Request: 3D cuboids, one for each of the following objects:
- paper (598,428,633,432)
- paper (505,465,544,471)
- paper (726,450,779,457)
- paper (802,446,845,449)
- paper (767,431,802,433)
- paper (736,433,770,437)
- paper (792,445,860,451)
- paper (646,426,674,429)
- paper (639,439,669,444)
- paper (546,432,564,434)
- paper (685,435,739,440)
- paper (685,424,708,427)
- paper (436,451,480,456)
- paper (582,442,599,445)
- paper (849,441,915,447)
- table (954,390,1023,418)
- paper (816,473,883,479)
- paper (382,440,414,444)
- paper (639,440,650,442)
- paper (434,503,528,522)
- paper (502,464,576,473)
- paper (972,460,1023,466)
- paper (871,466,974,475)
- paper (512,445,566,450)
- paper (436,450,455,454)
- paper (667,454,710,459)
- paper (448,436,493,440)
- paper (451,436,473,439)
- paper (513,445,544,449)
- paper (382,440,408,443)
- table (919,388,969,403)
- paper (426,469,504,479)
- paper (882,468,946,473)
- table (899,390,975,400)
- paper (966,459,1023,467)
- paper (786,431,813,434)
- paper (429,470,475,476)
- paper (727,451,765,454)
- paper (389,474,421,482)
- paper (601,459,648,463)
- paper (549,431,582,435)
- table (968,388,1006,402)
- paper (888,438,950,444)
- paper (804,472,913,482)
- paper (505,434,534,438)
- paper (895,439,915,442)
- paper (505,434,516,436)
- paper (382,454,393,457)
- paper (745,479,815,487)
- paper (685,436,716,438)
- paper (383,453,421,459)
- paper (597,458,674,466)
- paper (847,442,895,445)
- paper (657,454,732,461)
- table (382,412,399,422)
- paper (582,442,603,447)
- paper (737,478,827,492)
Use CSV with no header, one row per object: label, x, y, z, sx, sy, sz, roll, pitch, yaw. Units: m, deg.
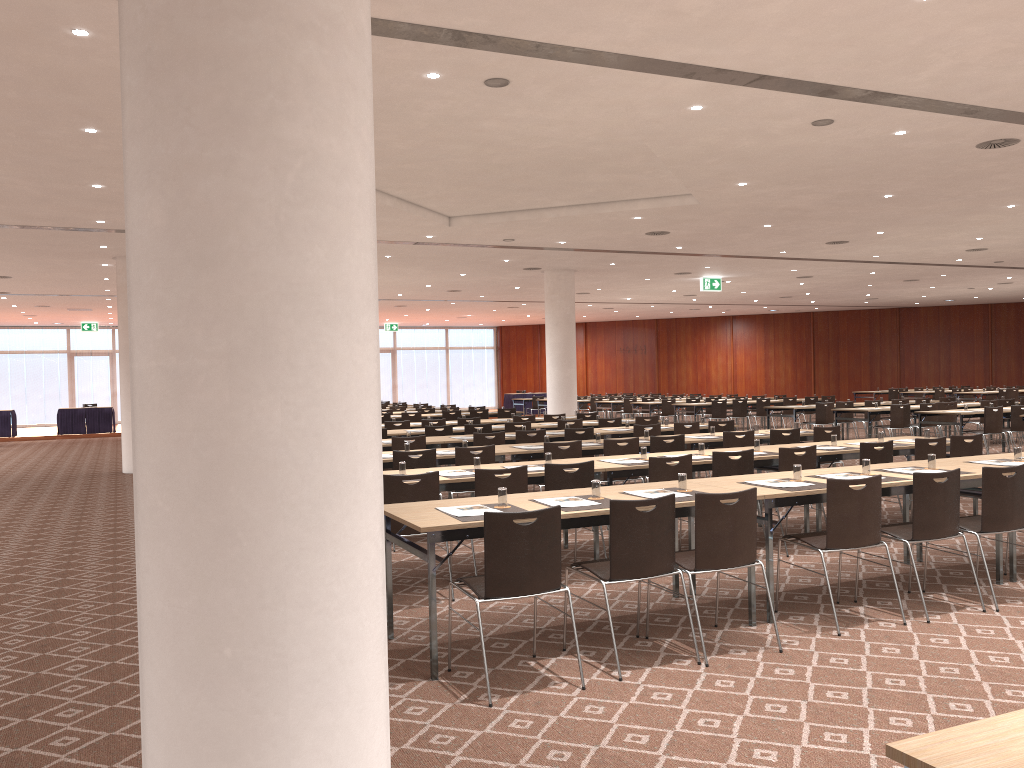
paper,1.554,0.645,12.501,0.460,0.003,0.565,-2,0,-24
paper,0.131,0.713,7.545,0.283,0.006,0.398,-2,0,-23
paper,2.268,0.659,8.442,0.460,0.003,0.565,-2,0,-24
paper,3.092,0.633,8.858,0.283,0.006,0.398,-2,0,-24
paper,3.478,0.605,11.229,0.283,0.006,0.398,-2,1,-26
paper,2.954,0.623,10.926,0.460,0.003,0.565,-2,0,-23
paper,3.146,0.635,8.827,0.460,0.003,0.565,-2,0,-22
paper,2.130,0.629,12.745,0.460,0.003,0.565,-2,0,-24
paper,1.479,0.664,10.284,0.460,0.003,0.565,-2,0,-21
paper,0.567,0.667,12.124,0.283,0.006,0.398,-2,0,-24
paper,2.357,0.640,10.661,0.460,0.003,0.565,-2,0,-24
paper,2.720,0.613,12.994,0.460,0.003,0.565,-2,0,-26
paper,-0.626,0.721,9.342,0.460,0.003,0.565,-2,0,-23
paper,0.790,0.678,10.035,0.283,0.006,0.398,-2,0,-24
paper,3.780,0.618,9.088,0.460,0.003,0.565,-2,0,-24
table,14.453,0.644,26.594,2.267,0.833,0.953,-2,1,-24
paper,2.433,0.668,6.385,0.283,0.006,0.398,-2,0,-23
paper,-1.439,0.726,11.164,0.460,0.003,0.565,-2,0,-24
paper,1.387,0.662,10.282,0.283,0.006,0.398,-2,0,-25
paper,-0.152,0.743,5.156,0.460,0.003,0.565,-2,0,-21
paper,0.213,0.715,7.546,0.460,0.003,0.565,-2,0,-21
paper,3.914,0.627,7.068,0.283,0.006,0.398,-2,0,-24
paper,3.064,0.655,6.634,0.460,0.003,0.565,-2,0,-23
paper,0.283,0.696,9.740,0.460,0.003,0.565,-2,0,-22
paper,-0.677,0.718,9.383,0.283,0.006,0.398,-2,1,-26
paper,1.631,0.672,8.226,0.283,0.006,0.398,-2,0,-23
paper,-0.519,0.701,11.573,0.460,0.003,0.565,-2,0,-23
paper,-0.619,0.699,11.617,0.283,0.006,0.398,-2,0,-22
paper,0.211,0.694,9.795,0.283,0.006,0.398,-2,0,-25
paper,-1.494,0.724,11.190,0.283,0.006,0.398,-2,0,-23
table,14.903,0.597,31.170,2.267,0.833,0.953,-2,1,-24
paper,-0.392,0.732,7.260,0.460,0.003,0.565,-2,0,-25
paper,3.037,0.651,6.657,0.283,0.006,0.398,-2,0,-21
table,13.641,0.649,28.421,2.267,0.833,0.953,-2,1,-24
paper,3.987,0.629,7.040,0.460,0.003,0.565,-2,0,-21
paper,3.560,0.607,11.206,0.460,0.003,0.565,-2,0,-21
paper,-0.486,0.730,7.300,0.283,0.006,0.398,-2,0,-24
paper,2.202,0.657,8.483,0.283,0.006,0.398,-2,0,-24
paper,-1.002,0.749,6.999,0.460,0.003,0.565,-2,0,-22
paper,1.001,0.689,7.954,0.283,0.006,0.398,-2,0,-23
paper,0.642,0.669,12.088,0.460,0.003,0.565,-2,0,-25
table,15.715,0.592,29.342,2.267,0.833,0.953,-2,1,-24
paper,4.367,0.602,9.375,0.460,0.003,0.565,-2,0,-21
paper,2.471,0.671,6.347,0.460,0.003,0.565,-2,0,-24
paper,0.077,0.685,11.810,0.460,0.003,0.565,-2,0,-23
paper,4.287,0.600,9.394,0.283,0.006,0.398,-2,0,-24
paper,0.003,0.683,11.868,0.283,0.006,0.398,-2,0,-26
paper,-1.269,0.734,9.124,0.283,0.006,0.398,-2,0,-25
paper,1.843,0.684,6.122,0.283,0.006,0.398,-2,0,-25
paper,2.268,0.638,10.696,0.283,0.006,0.398,-2,0,-23
paper,-1.215,0.737,9.108,0.460,0.003,0.565,-2,0,-21
paper,1.092,0.692,7.903,0.460,0.003,0.565,-2,0,-24
paper,3.691,0.616,9.122,0.283,0.006,0.398,-2,0,-23
paper,1.687,0.675,8.173,0.460,0.003,0.565,-2,0,-25
table,-3.847,1.127,20.655,2.267,0.833,0.953,-2,1,-24
paper,0.854,0.681,10.015,0.460,0.003,0.565,-2,0,-22
paper,1.900,0.687,6.060,0.460,0.003,0.565,-2,0,-24
